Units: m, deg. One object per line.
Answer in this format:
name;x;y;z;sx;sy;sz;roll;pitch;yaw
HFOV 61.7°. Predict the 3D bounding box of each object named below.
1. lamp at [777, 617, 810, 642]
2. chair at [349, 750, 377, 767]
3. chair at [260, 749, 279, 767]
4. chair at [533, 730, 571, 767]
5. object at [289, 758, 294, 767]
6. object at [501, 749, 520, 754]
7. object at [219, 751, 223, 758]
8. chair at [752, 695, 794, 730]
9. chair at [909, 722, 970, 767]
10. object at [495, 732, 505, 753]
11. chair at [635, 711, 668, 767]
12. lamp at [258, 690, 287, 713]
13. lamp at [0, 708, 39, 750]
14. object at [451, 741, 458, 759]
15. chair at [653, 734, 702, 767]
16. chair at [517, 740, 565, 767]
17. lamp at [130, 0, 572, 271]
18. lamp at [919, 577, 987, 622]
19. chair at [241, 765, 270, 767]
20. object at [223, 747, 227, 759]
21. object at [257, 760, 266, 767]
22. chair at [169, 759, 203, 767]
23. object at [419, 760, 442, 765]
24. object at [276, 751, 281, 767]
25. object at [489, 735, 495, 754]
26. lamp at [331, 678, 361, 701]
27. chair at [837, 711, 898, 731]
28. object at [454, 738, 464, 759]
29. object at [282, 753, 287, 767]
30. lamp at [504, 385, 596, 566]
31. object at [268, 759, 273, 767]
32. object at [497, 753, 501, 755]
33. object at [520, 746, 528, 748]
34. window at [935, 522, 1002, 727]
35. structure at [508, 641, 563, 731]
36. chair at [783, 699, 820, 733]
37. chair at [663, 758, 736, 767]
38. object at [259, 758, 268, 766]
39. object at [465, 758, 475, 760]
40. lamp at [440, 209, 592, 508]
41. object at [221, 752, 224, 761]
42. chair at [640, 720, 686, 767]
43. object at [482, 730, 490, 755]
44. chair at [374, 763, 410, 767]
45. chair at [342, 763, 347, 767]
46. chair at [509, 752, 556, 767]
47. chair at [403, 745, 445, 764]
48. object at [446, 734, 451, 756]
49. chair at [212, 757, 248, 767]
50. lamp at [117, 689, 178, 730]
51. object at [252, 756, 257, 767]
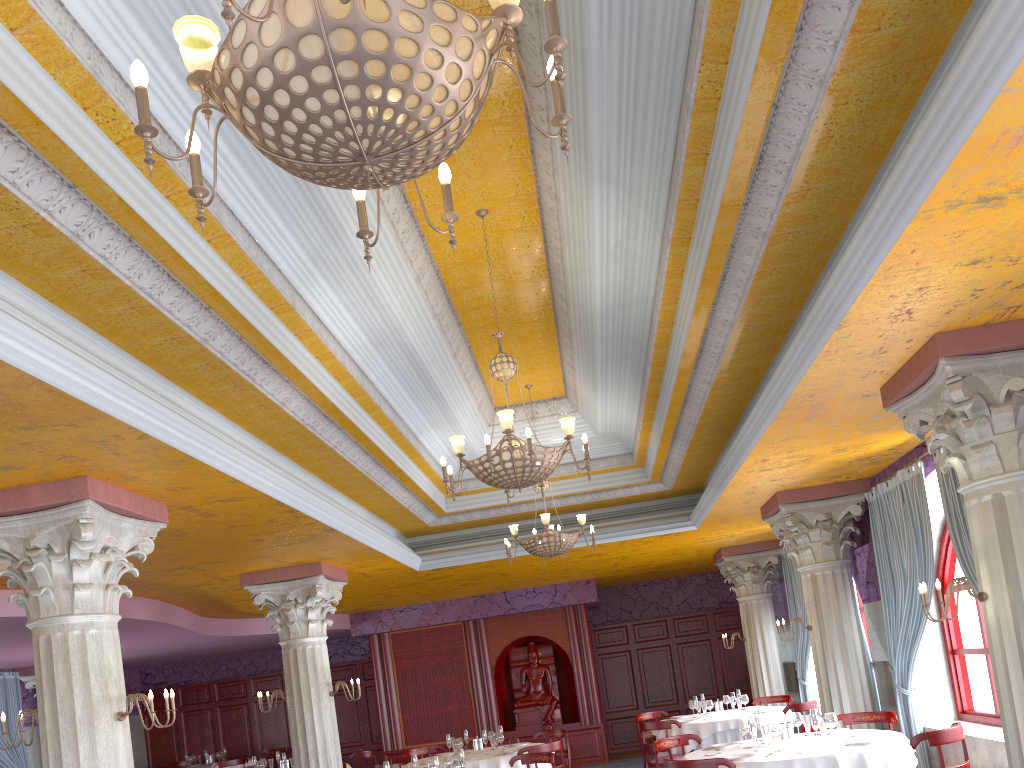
lamp;3.376;2.951;10.309;0.380;0.265;0.357;-6;-14;-8
chair;-2.459;6.451;13.700;0.644;1.058;0.779;-1;-12;-40
chair;-5.448;8.633;18.869;0.644;1.058;0.779;-1;-12;-40
chair;0.532;5.626;12.488;0.644;1.058;0.779;-1;-12;-40
object;-3.243;5.662;12.696;0.088;0.230;0.086;-11;-7;29
object;0.005;4.795;11.156;0.314;0.023;0.328;-9;-19;4
object;-6.262;8.044;18.474;0.126;0.256;0.122;-14;-9;40
chair;4.097;5.474;13.472;0.644;1.058;0.779;-1;-12;-40
chair;3.409;3.351;7.001;0.746;1.058;0.671;0;-12;-40
object;-0.154;4.831;11.545;0.122;0.256;0.126;-7;-7;-4
chair;2.391;5.766;13.639;0.746;1.058;0.671;0;-12;-40
lamp;-3.029;4.044;10.936;0.380;0.265;0.357;-6;-14;-8
lamp;-3.529;2.503;6.241;0.380;0.265;0.357;-6;-14;-8
object;-0.757;4.915;11.511;0.085;0.230;0.089;-6;-6;-15
chair;1.885;4.207;8.888;0.746;1.058;0.671;0;-12;-40
chair;0.349;5.061;10.768;0.746;1.058;0.671;0;-12;-40
lamp;-0.506;-1.557;2.236;0.954;2.113;0.994;-2;-9;-40
lamp;2.876;1.410;5.614;0.380;0.265;0.357;-6;-14;-8
chair;-4.165;6.743;13.867;0.746;1.058;0.671;0;-12;-40
object;-6.121;7.923;18.283;0.074;0.326;0.076;-8;-5;-4
object;-3.690;5.685;12.624;0.124;0.256;0.124;-10;-8;18
chair;-7.154;8.925;19.036;0.746;1.058;0.671;0;-12;-40
object;-1.063;4.976;11.255;0.314;0.023;0.328;-9;-19;4
object;-3.628;5.880;13.322;0.076;0.326;0.073;-12;-7;41
object;-0.253;4.837;11.484;0.088;0.230;0.086;-11;-7;29
lamp;-2.094;3.865;10.787;0.380;0.265;0.357;-6;-14;-8
chair;3.592;3.915;8.721;0.644;1.058;0.779;-1;-12;-40
object;-0.699;4.860;11.412;0.122;0.256;0.126;-7;-7;-4
object;-3.344;5.598;12.612;0.076;0.326;0.073;-12;-7;41
lamp;0.334;1.030;10.119;0.954;2.113;0.994;-2;-9;-40
object;-3.715;5.910;13.230;0.085;0.230;0.089;-6;-6;-15
object;-0.144;4.868;11.287;0.139;0.010;0.031;7;-22;-37
object;0.173;4.977;11.730;0.159;0.009;0.166;-9;-19;4
window;4.643;1.892;7.777;0.160;2.453;3.726;-8;-14;3
structure;0.431;6.108;17.333;0.968;1.794;0.658;-9;-6;5
chair;3.914;4.910;11.752;0.746;1.058;0.671;0;-12;-40
chair;1.702;3.642;7.169;0.644;1.058;0.779;-1;-12;-40
object;-3.817;5.891;13.171;0.124;0.256;0.124;-10;-8;18
object;-0.534;4.854;11.090;0.159;0.009;0.166;-9;-19;4
lamp;-0.082;-0.253;6.210;0.954;2.113;0.994;-2;-9;-40
object;-6.201;8.014;18.373;0.085;0.230;0.089;-6;-6;-15
chair;2.208;5.201;11.919;0.644;1.058;0.779;-1;-12;-40
object;-0.354;4.773;11.400;0.076;0.326;0.073;-12;-7;41
chair;-1.358;5.353;10.935;0.644;1.058;0.779;-1;-12;-40
chair;-2.642;5.887;11.980;0.746;1.058;0.671;0;-12;-40
chair;0.181;4.545;9.193;0.644;1.058;0.779;-1;-12;-40
chair;-1.175;5.917;12.655;0.746;1.058;0.671;0;-12;-40
object;-0.849;4.912;11.609;0.076;0.326;0.073;-12;-7;41
chair;-5.631;8.069;17.150;0.746;1.058;0.671;0;-12;-40
lamp;-2.599;2.309;6.046;0.380;0.265;0.357;-6;-14;-8
object;-3.840;5.738;12.821;0.076;0.326;0.073;-12;-7;41
